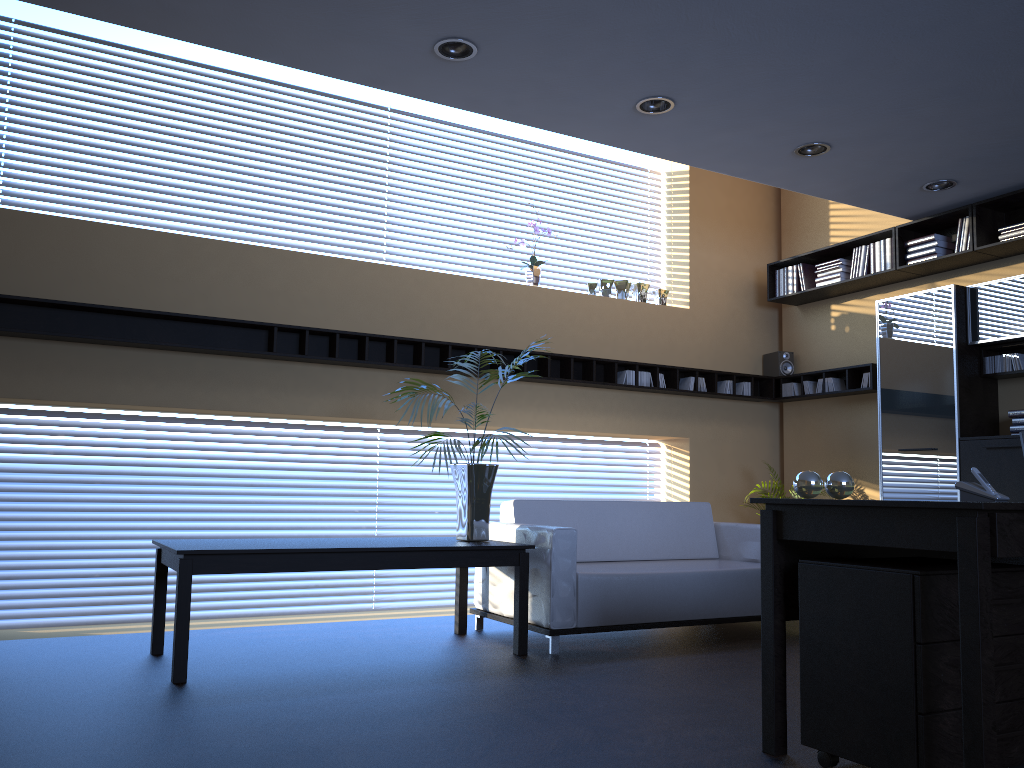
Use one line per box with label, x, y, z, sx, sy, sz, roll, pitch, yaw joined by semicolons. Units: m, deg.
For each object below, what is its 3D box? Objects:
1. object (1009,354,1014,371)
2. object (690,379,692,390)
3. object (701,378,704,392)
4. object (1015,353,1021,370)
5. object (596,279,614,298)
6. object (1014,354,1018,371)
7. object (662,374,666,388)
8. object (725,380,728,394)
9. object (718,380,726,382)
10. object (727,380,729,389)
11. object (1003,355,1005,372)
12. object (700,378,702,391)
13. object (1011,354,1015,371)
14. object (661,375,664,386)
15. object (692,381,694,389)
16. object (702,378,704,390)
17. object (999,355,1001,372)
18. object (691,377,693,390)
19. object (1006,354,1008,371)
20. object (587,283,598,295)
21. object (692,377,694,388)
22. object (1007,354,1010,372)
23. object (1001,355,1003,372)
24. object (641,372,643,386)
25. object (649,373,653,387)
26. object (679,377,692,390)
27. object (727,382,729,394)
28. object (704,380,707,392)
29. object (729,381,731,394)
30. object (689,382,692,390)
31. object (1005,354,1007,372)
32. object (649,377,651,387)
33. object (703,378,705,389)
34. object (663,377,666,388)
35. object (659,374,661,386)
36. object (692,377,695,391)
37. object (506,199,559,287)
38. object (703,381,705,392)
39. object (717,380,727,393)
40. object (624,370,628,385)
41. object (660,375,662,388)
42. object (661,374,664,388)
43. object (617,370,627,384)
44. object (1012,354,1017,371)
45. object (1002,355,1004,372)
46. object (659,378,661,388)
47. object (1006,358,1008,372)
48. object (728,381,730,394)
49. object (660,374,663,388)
object;3.482;-0.141;6.120;0.142;0.120;0.009;5;-7;-29
object;1.490;0.004;7.602;0.026;0.117;0.140;4;-7;-28
object;1.596;0.012;7.652;0.030;0.119;0.142;4;-7;-29
object;3.502;-0.147;6.072;0.142;0.119;0.030;5;-7;-28
object;0.789;-0.795;7.500;0.133;0.159;0.126;2;-6;-8
object;3.503;-0.145;6.084;0.142;0.119;0.030;5;-7;-29
object;1.236;-0.017;7.461;0.040;0.118;0.142;4;-7;-29
object;1.841;0.034;7.794;0.030;0.119;0.142;4;-7;-29
object;1.828;0.034;7.787;0.041;0.122;0.142;4;-7;-29
object;1.851;0.034;7.796;0.030;0.119;0.142;4;-7;-29
object;3.459;-0.138;6.154;0.142;0.120;0.009;5;-7;-29
object;1.585;0.012;7.650;0.030;0.119;0.142;4;-7;-28
object;3.488;-0.144;6.100;0.140;0.117;0.026;5;-7;-28
object;1.221;-0.019;7.458;0.030;0.119;0.142;4;-7;-29
object;1.506;0.006;7.615;0.030;0.119;0.142;4;-7;-29
object;1.603;0.013;7.660;0.030;0.119;0.142;4;-7;-29
object;3.444;-0.135;6.179;0.140;0.118;0.006;5;-7;-29
object;1.499;0.005;7.607;0.030;0.119;0.142;4;-7;-28
object;3.468;-0.140;6.135;0.140;0.118;0.006;5;-7;-29
object;0.674;-0.782;7.435;0.089;0.113;0.095;0;-6;7
object;1.507;0.006;7.613;0.026;0.117;0.140;4;-7;-29
object;3.473;-0.141;6.127;0.142;0.120;0.009;5;-7;-29
object;3.453;-0.135;6.173;0.142;0.120;0.009;5;-6;-28
object;1.040;-0.035;7.351;0.009;0.120;0.142;4;-7;-29
object;1.122;-0.027;7.400;0.040;0.118;0.142;4;-7;-28
object;1.478;0.004;7.592;0.040;0.118;0.142;4;-7;-29
object;1.852;0.034;7.793;0.026;0.117;0.140;4;-7;-29
object;1.625;0.016;7.673;0.040;0.118;0.142;4;-7;-29
object;1.871;0.036;7.802;0.030;0.119;0.142;4;-7;-29
object;1.489;0.004;7.603;0.030;0.119;0.142;4;-7;-29
object;3.464;-0.139;6.145;0.142;0.120;0.009;5;-6;-28
object;1.120;-0.026;7.402;0.041;0.122;0.142;4;-7;-29
object;1.614;0.013;7.662;0.026;0.117;0.140;4;-7;-29
object;1.237;-0.017;7.460;0.036;0.115;0.140;4;-7;-28
object;1.198;-0.022;7.435;0.026;0.117;0.140;4;-7;-28
object;1.515;0.007;7.620;0.030;0.119;0.142;4;-7;-29
object;0.205;-1.111;7.209;0.352;0.693;0.438;-4;-8;40
object;1.612;0.014;7.666;0.030;0.119;0.142;4;-7;-29
object;1.828;0.034;7.785;0.040;0.118;0.142;4;-7;-29
object;0.909;-0.046;7.281;0.009;0.120;0.142;4;-7;-28
object;1.205;-0.021;7.442;0.030;0.119;0.142;4;-7;-28
object;1.222;-0.019;7.456;0.026;0.117;0.140;4;-7;-29
object;0.887;-0.047;7.271;0.040;0.118;0.142;4;-7;-29
object;3.494;-0.144;6.091;0.142;0.119;0.030;5;-7;-29
object;3.457;-0.137;6.164;0.142;0.120;0.009;5;-7;-29
object;1.197;-0.022;7.437;0.030;0.119;0.142;4;-7;-29
object;3.470;-0.140;6.137;0.142;0.120;0.009;5;-7;-29
object;1.861;0.035;7.800;0.030;0.119;0.142;4;-7;-29
object;1.213;-0.020;7.450;0.030;0.119;0.142;4;-7;-28
